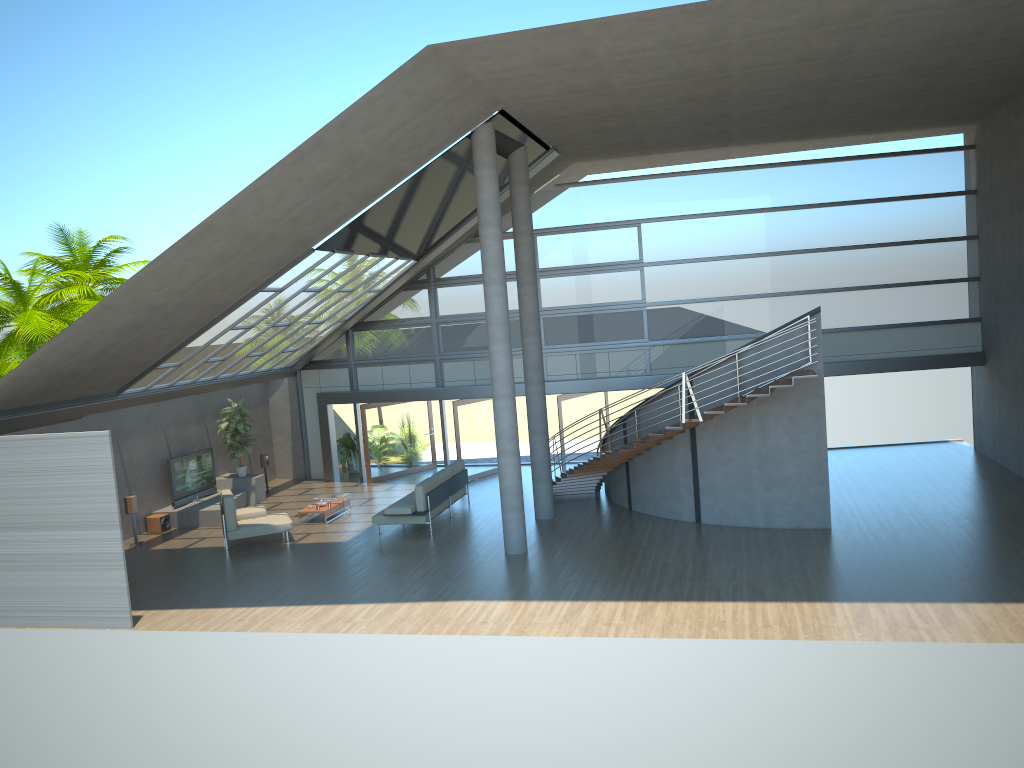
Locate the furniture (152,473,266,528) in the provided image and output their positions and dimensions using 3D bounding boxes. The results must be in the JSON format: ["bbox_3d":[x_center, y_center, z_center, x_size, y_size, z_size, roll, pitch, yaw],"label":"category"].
[{"bbox_3d":[-6.431,2.554,19.819,1.577,0.610,2.936,-3,5,14],"label":"furniture"}]

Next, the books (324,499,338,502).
[{"bbox_3d":[-3.838,2.470,18.859,0.275,0.005,0.189,-5,5,-3],"label":"books"}]

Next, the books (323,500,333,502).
[{"bbox_3d":[-3.867,2.480,18.814,0.275,0.005,0.189,-5,5,-5],"label":"books"}]

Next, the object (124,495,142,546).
[{"bbox_3d":[-7.361,2.657,17.221,0.234,0.959,0.171,-6,5,-20],"label":"object"}]

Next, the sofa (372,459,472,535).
[{"bbox_3d":[-1.764,2.209,17.640,1.166,0.947,3.079,-3,5,14],"label":"sofa"}]

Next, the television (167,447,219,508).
[{"bbox_3d":[-6.987,2.046,19.428,0.396,1.063,1.568,-3,5,14],"label":"television"}]

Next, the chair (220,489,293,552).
[{"bbox_3d":[-4.850,2.473,16.766,1.244,1.023,1.217,-6,5,-20],"label":"chair"}]

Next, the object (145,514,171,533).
[{"bbox_3d":[-7.334,2.881,18.329,0.425,0.323,0.362,-3,5,14],"label":"object"}]

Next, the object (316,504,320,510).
[{"bbox_3d":[-3.949,2.504,18.012,0.085,0.101,0.070,-3,5,13],"label":"object"}]

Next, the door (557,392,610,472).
[{"bbox_3d":[1.750,1.120,20.986,0.200,1.977,2.298,-1,6,35],"label":"door"}]

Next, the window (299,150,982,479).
[{"bbox_3d":[2.381,-1.238,20.632,16.616,6.630,1.098,-3,5,13],"label":"window"}]

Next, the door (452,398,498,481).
[{"bbox_3d":[-0.611,1.252,21.644,0.200,1.977,2.298,-1,6,38],"label":"door"}]

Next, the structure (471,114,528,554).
[{"bbox_3d":[-0.210,-0.776,14.373,0.381,7.125,0.382,-3,5,14],"label":"structure"}]

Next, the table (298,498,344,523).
[{"bbox_3d":[-3.899,2.637,18.501,0.600,0.250,1.200,-3,5,14],"label":"table"}]

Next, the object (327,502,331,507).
[{"bbox_3d":[-3.744,2.472,18.215,0.070,0.101,0.085,0,6,42],"label":"object"}]

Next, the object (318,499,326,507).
[{"bbox_3d":[-3.927,2.447,18.325,0.178,0.161,0.178,-8,6,-34],"label":"object"}]

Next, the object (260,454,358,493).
[{"bbox_3d":[-8.174,2.533,19.661,7.863,0.982,21.345,-3,5,17],"label":"object"}]

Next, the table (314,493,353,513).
[{"bbox_3d":[-3.807,2.544,18.883,0.680,0.342,0.400,-3,5,14],"label":"table"}]

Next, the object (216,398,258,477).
[{"bbox_3d":[-6.393,1.236,20.678,0.932,1.857,0.895,-7,5,-27],"label":"object"}]

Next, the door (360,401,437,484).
[{"bbox_3d":[-2.847,1.355,22.523,0.200,1.977,2.298,0,6,43],"label":"door"}]

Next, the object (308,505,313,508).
[{"bbox_3d":[-4.150,2.508,18.246,0.102,0.086,0.100,-3,5,18],"label":"object"}]

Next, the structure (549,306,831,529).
[{"bbox_3d":[2.521,0.643,15.867,2.349,3.653,6.809,-8,6,-37],"label":"structure"}]

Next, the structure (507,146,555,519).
[{"bbox_3d":[0.349,-1.003,16.619,0.381,7.125,0.382,-7,5,-32],"label":"structure"}]
